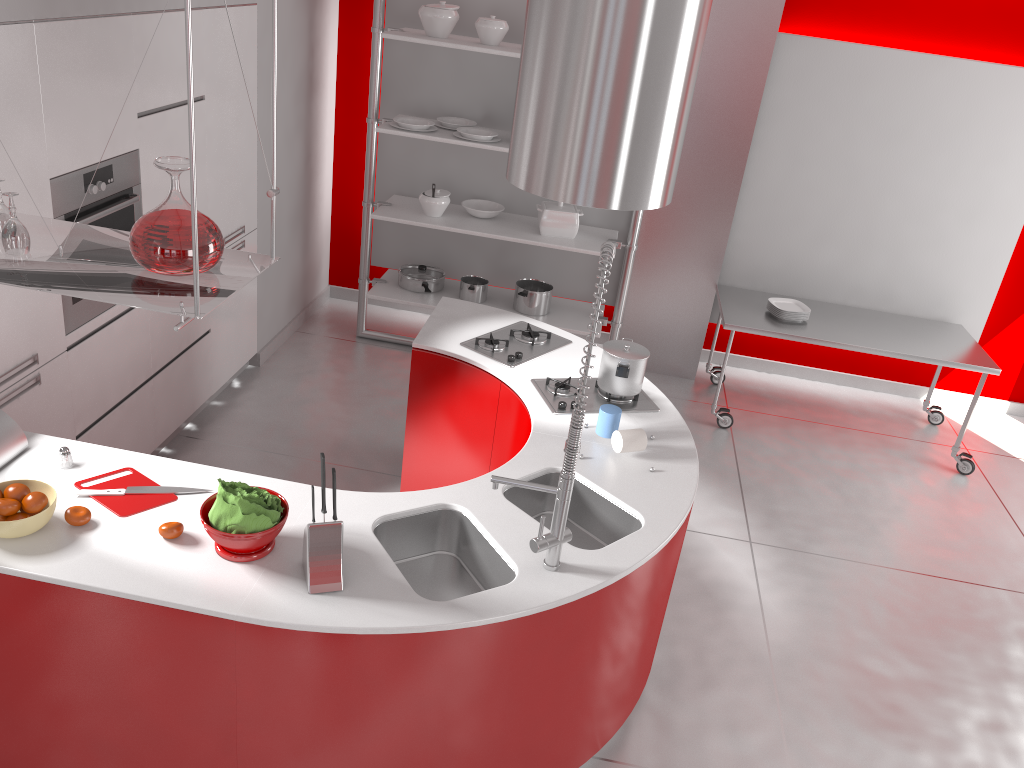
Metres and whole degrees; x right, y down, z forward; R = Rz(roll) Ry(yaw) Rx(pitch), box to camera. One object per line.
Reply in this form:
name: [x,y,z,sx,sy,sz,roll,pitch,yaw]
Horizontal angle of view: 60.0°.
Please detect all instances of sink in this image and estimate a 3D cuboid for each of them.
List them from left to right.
sink: [-0.208,0.562,2.574,0.326,0.172,0.428,-8,30,-30]
sink: [0.179,0.479,2.857,0.326,0.172,0.428,-16,35,-41]

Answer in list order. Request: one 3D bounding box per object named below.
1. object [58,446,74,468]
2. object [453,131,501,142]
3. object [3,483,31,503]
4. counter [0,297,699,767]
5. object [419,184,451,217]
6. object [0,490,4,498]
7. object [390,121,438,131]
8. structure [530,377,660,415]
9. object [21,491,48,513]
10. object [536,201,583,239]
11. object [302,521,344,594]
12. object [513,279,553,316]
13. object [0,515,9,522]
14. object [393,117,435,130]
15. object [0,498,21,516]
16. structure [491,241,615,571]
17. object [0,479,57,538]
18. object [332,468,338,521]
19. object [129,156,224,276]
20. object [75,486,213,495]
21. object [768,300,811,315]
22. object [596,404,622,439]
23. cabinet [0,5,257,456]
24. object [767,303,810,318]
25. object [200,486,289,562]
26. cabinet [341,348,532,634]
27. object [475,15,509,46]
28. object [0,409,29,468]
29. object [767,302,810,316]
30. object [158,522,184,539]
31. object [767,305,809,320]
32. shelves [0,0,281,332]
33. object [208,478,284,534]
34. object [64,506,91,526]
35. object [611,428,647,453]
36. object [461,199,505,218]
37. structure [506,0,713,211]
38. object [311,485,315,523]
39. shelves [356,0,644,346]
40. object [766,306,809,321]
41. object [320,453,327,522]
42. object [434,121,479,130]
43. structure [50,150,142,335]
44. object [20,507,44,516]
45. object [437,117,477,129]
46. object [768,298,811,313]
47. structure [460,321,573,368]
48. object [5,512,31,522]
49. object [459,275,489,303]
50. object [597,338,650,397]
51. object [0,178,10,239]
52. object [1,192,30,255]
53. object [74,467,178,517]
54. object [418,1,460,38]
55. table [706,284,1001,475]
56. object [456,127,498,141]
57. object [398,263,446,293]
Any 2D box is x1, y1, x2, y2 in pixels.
object: [-1.333,0.216,2.643,0.043,0.066,0.042,16,27,16]
object: [-0.205,-1.435,5.159,0.280,0.015,0.280,24,30,31]
object: [-1.335,0.295,2.392,0.066,0.049,0.062,9,26,1]
counter: [-0.524,0.619,3.137,1.868,0.880,2.865,27,32,34]
object: [-0.472,-1.135,5.407,0.192,0.214,0.192,4,26,-8]
object: [-1.385,0.301,2.355,0.055,0.058,0.066,4,26,-9]
object: [-0.577,-1.507,5.200,0.280,0.015,0.280,-18,36,-42]
structure: [0.332,0.030,3.540,0.457,0.037,0.303,-1,27,-18]
object: [-1.275,0.314,2.369,0.066,0.049,0.062,14,26,11]
object: [0.284,-1.017,5.404,0.282,0.197,0.235,6,26,-5]
object: [-0.491,0.428,2.313,0.091,0.178,0.137,-2,27,-20]
object: [0.132,-0.549,5.612,0.240,0.161,0.259,3,26,-11]
object: [-1.363,0.338,2.370,0.055,0.058,0.066,13,26,10]
object: [-0.575,-1.519,5.195,0.244,0.042,0.244,3,26,-10]
object: [-1.331,0.322,2.336,0.065,0.052,0.062,3,26,-10]
structure: [0.135,0.077,2.365,0.308,0.920,0.178,-13,33,-37]
object: [-1.322,0.344,2.364,0.201,0.086,0.201,10,26,5]
object: [-0.463,0.365,2.312,0.012,0.279,0.130,-3,28,-22]
object: [-0.795,-0.397,2.101,0.213,0.266,0.213,24,30,29]
object: [-1.065,0.308,2.586,0.375,0.008,0.041,0,27,-17]
object: [1.654,-0.455,5.302,0.228,0.020,0.228,2,26,-12]
object: [0.345,0.128,3.223,0.080,0.100,0.109,-2,27,-20]
cabinet: [-1.883,-0.565,3.864,0.614,2.026,2.398,10,26,4]
object: [1.651,-0.436,5.311,0.228,0.020,0.228,2,26,-12]
object: [-0.723,0.389,2.404,0.229,0.118,0.228,-3,28,-21]
cabinet: [-0.779,0.526,3.181,1.875,0.761,1.025,-12,32,-35]
object: [-0.116,-1.990,4.990,0.192,0.153,0.192,16,27,16]
object: [-1.644,0.174,2.508,0.300,0.170,0.400,10,26,4]
object: [1.652,-0.446,5.306,0.228,0.020,0.228,2,26,-12]
object: [-0.927,0.395,2.412,0.064,0.048,0.063,0,27,-15]
object: [1.650,-0.427,5.315,0.228,0.020,0.228,2,26,-12]
shelves: [-1.041,-0.732,1.964,0.934,1.023,0.462,10,26,4]
object: [-0.706,0.342,2.380,0.198,0.182,0.193,12,26,9]
object: [-1.181,0.361,2.414,0.065,0.047,0.063,10,26,4]
object: [0.407,0.193,3.128,0.100,0.080,0.109,-4,28,-23]
object: [-0.185,-1.084,5.549,0.272,0.072,0.272,-7,29,-28]
structure: [0.355,-1.185,3.221,0.644,0.958,0.644,-6,29,-26]
object: [-0.513,0.365,2.292,0.009,0.197,0.091,-3,28,-22]
shelves: [-0.036,-1.332,5.317,1.735,2.599,0.535,10,26,4]
object: [1.649,-0.418,5.320,0.228,0.020,0.228,2,26,-12]
object: [-0.489,0.348,2.303,0.014,0.322,0.150,-3,28,-22]
object: [-0.338,-1.562,5.384,0.280,0.015,0.280,-18,36,-42]
structure: [-1.590,-0.567,3.482,0.050,0.589,0.599,10,26,4]
object: [-1.307,0.326,2.415,0.065,0.056,0.059,8,26,1]
object: [-0.336,-1.575,5.378,0.244,0.042,0.244,7,26,-3]
object: [1.655,-0.464,5.298,0.228,0.020,0.228,2,26,-12]
structure: [0.026,-0.195,3.916,0.303,0.037,0.457,25,30,31]
object: [-1.308,0.365,2.349,0.066,0.045,0.063,-2,27,-19]
object: [-0.245,-0.604,5.662,0.182,0.122,0.196,-10,31,-33]
object: [0.441,-0.069,3.521,0.189,0.185,0.218,-8,30,-29]
object: [-1.261,-0.433,2.186,0.060,0.141,0.060,10,26,4]
object: [-1.179,-0.380,2.100,0.060,0.141,0.060,10,26,4]
object: [-1.121,0.312,2.577,0.266,0.006,0.168,23,29,28]
object: [-0.415,-2.059,5.004,0.231,0.191,0.231,-15,34,-39]
table: [2.017,-0.050,5.478,1.627,0.682,0.749,11,26,5]
object: [-0.203,-1.447,5.153,0.244,0.042,0.244,3,26,-10]
object: [-0.599,-0.684,5.715,0.308,0.130,0.407,13,26,11]
